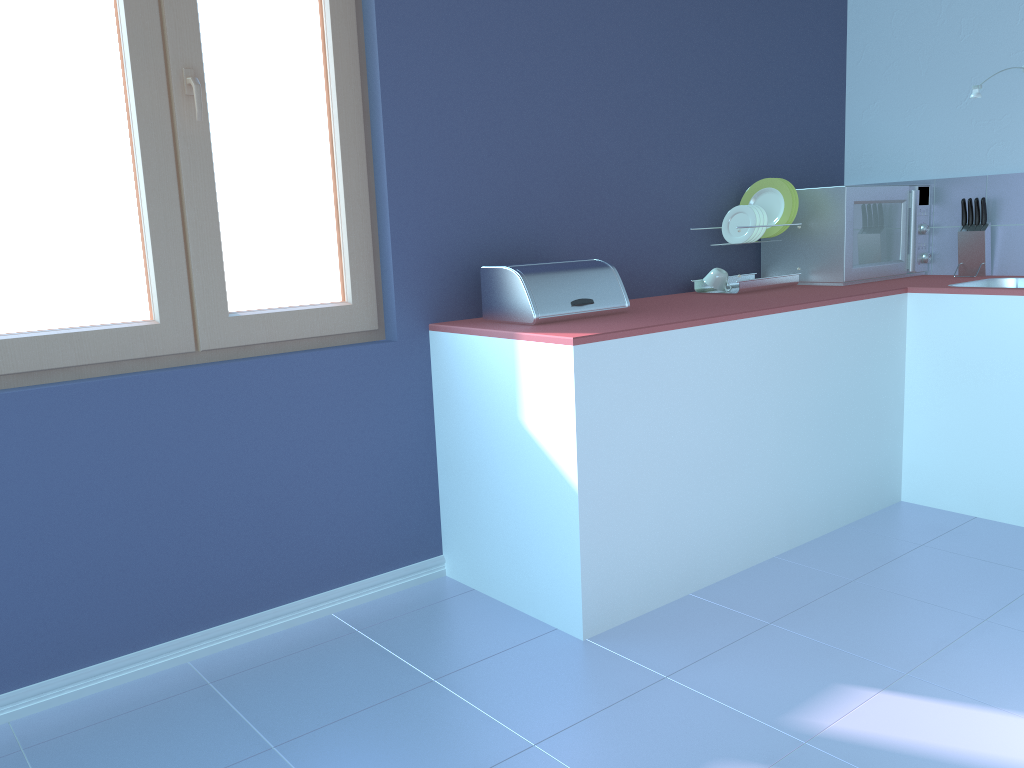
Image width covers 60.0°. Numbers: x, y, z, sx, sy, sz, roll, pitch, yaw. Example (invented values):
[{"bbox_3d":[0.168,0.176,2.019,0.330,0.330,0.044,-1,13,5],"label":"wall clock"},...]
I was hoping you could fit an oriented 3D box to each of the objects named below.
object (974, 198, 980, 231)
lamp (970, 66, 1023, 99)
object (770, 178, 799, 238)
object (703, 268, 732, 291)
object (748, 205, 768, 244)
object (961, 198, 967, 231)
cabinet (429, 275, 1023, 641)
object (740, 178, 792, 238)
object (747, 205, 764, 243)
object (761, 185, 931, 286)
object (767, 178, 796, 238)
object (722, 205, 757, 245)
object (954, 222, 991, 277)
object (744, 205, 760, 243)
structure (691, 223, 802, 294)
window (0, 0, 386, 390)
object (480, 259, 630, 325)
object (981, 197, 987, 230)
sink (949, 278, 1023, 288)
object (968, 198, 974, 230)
[{"bbox_3d":[1.731,-0.561,3.310,0.038,0.265,0.019,-8,11,-29],"label":"object"},{"bbox_3d":[1.679,-1.043,3.047,0.400,0.134,0.037,-10,13,-38],"label":"lamp"},{"bbox_3d":[0.948,-0.643,3.240,0.053,0.214,0.220,-11,13,-41],"label":"object"},{"bbox_3d":[0.720,-0.369,3.133,0.083,0.082,0.097,-4,10,-5],"label":"object"},{"bbox_3d":[0.851,-0.570,3.161,0.039,0.136,0.140,-12,13,-42],"label":"object"},{"bbox_3d":[1.702,-0.565,3.345,0.019,0.265,0.037,6,13,41],"label":"object"},{"bbox_3d":[1.302,0.138,2.381,2.139,0.800,2.200,-10,13,-38],"label":"cabinet"},{"bbox_3d":[0.917,-0.637,3.213,0.053,0.214,0.220,-11,13,-41],"label":"object"},{"bbox_3d":[0.833,-0.566,3.145,0.039,0.136,0.140,-12,13,-42],"label":"object"},{"bbox_3d":[1.304,-0.581,3.434,0.611,0.350,0.367,-10,13,-38],"label":"object"},{"bbox_3d":[0.932,-0.640,3.227,0.053,0.214,0.220,-11,13,-41],"label":"object"},{"bbox_3d":[0.798,-0.559,3.114,0.039,0.136,0.140,-12,13,-42],"label":"object"},{"bbox_3d":[1.724,-0.504,3.322,0.109,0.200,0.100,-10,13,-38],"label":"object"},{"bbox_3d":[0.815,-0.562,3.130,0.039,0.136,0.140,-12,13,-42],"label":"object"},{"bbox_3d":[0.841,-0.451,3.166,0.408,0.225,0.194,-11,13,-41],"label":"structure"},{"bbox_3d":[-0.957,-0.642,1.942,1.475,1.263,0.142,-10,13,-38],"label":"window"},{"bbox_3d":[0.127,-0.268,2.523,0.364,0.153,0.235,-10,13,-38],"label":"object"},{"bbox_3d":[1.746,-0.558,3.291,0.037,0.265,0.019,-8,11,-29],"label":"object"},{"bbox_3d":[1.705,-0.256,2.992,0.428,0.172,0.326,-10,13,-38],"label":"sink"},{"bbox_3d":[1.716,-0.563,3.328,0.038,0.265,0.019,-8,11,-29],"label":"object"}]
